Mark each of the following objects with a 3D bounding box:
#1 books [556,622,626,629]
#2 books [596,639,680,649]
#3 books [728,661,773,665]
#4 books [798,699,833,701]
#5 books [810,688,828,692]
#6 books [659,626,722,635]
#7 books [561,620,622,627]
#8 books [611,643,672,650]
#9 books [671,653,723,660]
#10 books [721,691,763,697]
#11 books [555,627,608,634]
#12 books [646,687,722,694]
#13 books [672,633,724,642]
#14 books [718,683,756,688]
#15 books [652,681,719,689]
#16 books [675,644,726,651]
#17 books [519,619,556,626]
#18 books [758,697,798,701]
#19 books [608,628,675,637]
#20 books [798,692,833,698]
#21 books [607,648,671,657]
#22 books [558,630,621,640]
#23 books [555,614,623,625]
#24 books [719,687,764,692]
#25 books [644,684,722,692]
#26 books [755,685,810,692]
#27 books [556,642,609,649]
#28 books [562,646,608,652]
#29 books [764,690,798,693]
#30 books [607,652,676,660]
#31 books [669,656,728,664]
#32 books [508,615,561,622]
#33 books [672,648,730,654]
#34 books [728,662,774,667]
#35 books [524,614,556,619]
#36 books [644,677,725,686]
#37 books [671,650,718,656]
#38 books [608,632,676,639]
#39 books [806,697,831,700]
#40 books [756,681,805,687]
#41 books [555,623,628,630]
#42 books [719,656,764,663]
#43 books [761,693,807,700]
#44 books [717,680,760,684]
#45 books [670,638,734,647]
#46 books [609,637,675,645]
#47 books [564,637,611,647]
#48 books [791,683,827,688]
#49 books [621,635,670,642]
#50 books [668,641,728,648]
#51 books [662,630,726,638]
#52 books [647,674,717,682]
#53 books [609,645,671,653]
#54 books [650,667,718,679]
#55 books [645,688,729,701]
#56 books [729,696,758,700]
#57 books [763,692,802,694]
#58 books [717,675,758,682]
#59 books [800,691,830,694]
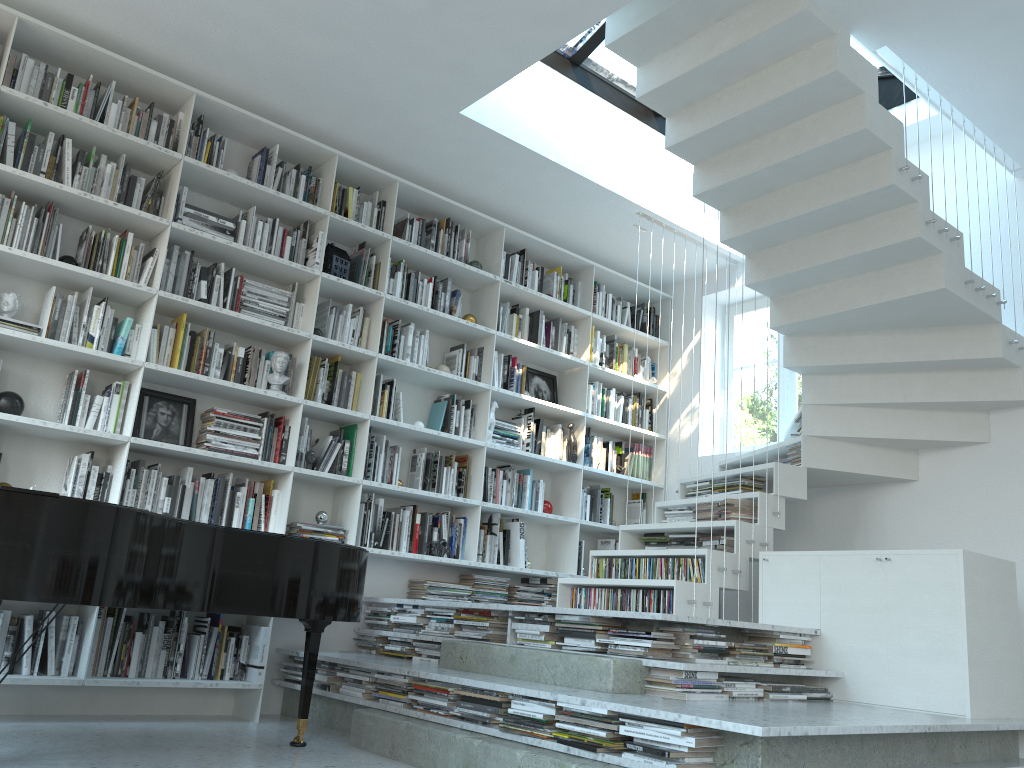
[{"bbox_3d":[0.345,1.050,3.862,0.171,0.007,0.261,17,-20,-39],"label":"books"},{"bbox_3d":[0.516,1.066,3.637,0.185,0.014,0.297,17,-19,-38],"label":"books"},{"bbox_3d":[0.975,1.207,3.854,0.287,0.005,0.165,14,-18,-32],"label":"books"},{"bbox_3d":[1.302,1.402,3.950,0.262,0.006,0.151,18,-20,-41],"label":"books"},{"bbox_3d":[1.295,1.362,3.973,0.229,0.014,0.133,17,-19,-38],"label":"books"},{"bbox_3d":[0.752,1.039,3.734,0.261,0.016,0.129,17,-19,-38],"label":"books"},{"bbox_3d":[0.345,1.042,3.864,0.170,0.008,0.208,15,-18,-34],"label":"books"},{"bbox_3d":[0.531,1.079,3.647,0.134,0.006,0.227,15,-18,-33],"label":"books"},{"bbox_3d":[0.751,1.135,3.700,0.227,0.012,0.148,17,-20,-39],"label":"books"},{"bbox_3d":[0.889,1.255,3.614,0.232,0.019,0.170,19,-20,-42],"label":"books"},{"bbox_3d":[0.340,1.074,3.854,0.187,0.009,0.251,16,-19,-37],"label":"books"},{"bbox_3d":[0.665,1.190,3.450,0.265,0.006,0.165,16,-19,-36],"label":"books"},{"bbox_3d":[0.757,1.062,3.718,0.221,0.018,0.154,16,-19,-36],"label":"books"},{"bbox_3d":[0.877,1.229,3.638,0.211,0.018,0.134,15,-18,-34],"label":"books"},{"bbox_3d":[0.671,1.169,3.450,0.210,0.012,0.168,15,-18,-33],"label":"books"},{"bbox_3d":[0.759,1.098,3.704,0.210,0.012,0.168,16,-19,-36],"label":"books"},{"bbox_3d":[0.156,1.105,4.097,0.145,0.017,0.208,19,-20,-42],"label":"books"},{"bbox_3d":[1.092,1.342,3.797,0.250,0.009,0.144,17,-19,-38],"label":"books"},{"bbox_3d":[0.532,1.026,3.658,0.149,0.014,0.228,17,-20,-39],"label":"books"},{"bbox_3d":[1.299,1.382,3.960,0.234,0.017,0.151,16,-19,-36],"label":"books"},{"bbox_3d":[0.519,1.100,3.633,0.161,0.014,0.212,15,-18,-33],"label":"books"},{"bbox_3d":[0.343,1.092,3.852,0.178,0.026,0.230,16,-19,-37],"label":"books"},{"bbox_3d":[0.336,1.025,3.859,0.189,0.022,0.238,14,-18,-32],"label":"books"},{"bbox_3d":[0.883,1.242,3.626,0.273,0.012,0.159,17,-20,-39],"label":"books"},{"bbox_3d":[0.666,1.184,3.452,0.285,0.008,0.159,17,-20,-39],"label":"books"},{"bbox_3d":[1.110,1.295,3.791,0.288,0.018,0.190,17,-19,-38],"label":"books"},{"bbox_3d":[0.342,1.137,3.843,0.155,0.007,0.293,15,-18,-34],"label":"books"},{"bbox_3d":[0.344,1.150,3.842,0.142,0.020,0.231,14,-18,-32],"label":"books"},{"bbox_3d":[1.093,1.311,3.807,0.273,0.009,0.129,15,-18,-34],"label":"books"},{"bbox_3d":[0.530,1.115,3.640,0.144,0.009,0.250,16,-19,-37],"label":"books"},{"bbox_3d":[0.759,1.146,3.686,0.216,0.015,0.178,17,-20,-39],"label":"books"},{"bbox_3d":[0.139,1.085,4.086,0.192,0.014,0.257,18,-20,-41],"label":"books"},{"bbox_3d":[0.765,1.109,3.692,0.215,0.013,0.189,17,-19,-38],"label":"books"},{"bbox_3d":[0.974,1.213,3.853,0.291,0.007,0.174,15,-18,-34],"label":"books"},{"bbox_3d":[0.163,1.078,4.108,0.134,0.014,0.181,14,-18,-32],"label":"books"},{"bbox_3d":[0.670,1.158,3.457,0.293,0.012,0.159,15,-18,-34],"label":"books"},{"bbox_3d":[0.749,1.124,3.707,0.208,0.012,0.131,18,-20,-41],"label":"books"},{"bbox_3d":[0.534,1.037,3.658,0.132,0.009,0.269,15,-18,-33],"label":"books"},{"bbox_3d":[1.299,1.395,3.955,0.180,0.010,0.160,16,-19,-37],"label":"books"},{"bbox_3d":[1.100,1.282,3.796,0.275,0.009,0.177,16,-19,-37],"label":"books"},{"bbox_3d":[0.343,1.059,3.859,0.168,0.013,0.281,18,-20,-40],"label":"books"},{"bbox_3d":[0.963,1.200,3.872,0.294,0.014,0.134,18,-20,-40],"label":"books"},{"bbox_3d":[1.106,1.326,3.785,0.251,0.018,0.177,15,-18,-34],"label":"books"},{"bbox_3d":[0.882,1.217,3.637,0.242,0.005,0.153,16,-19,-36],"label":"books"},{"bbox_3d":[0.773,1.074,3.695,0.230,0.015,0.190,14,-18,-32],"label":"books"},{"bbox_3d":[0.536,1.059,3.655,0.137,0.012,0.243,16,-19,-36],"label":"books"},{"bbox_3d":[0.348,1.121,3.851,0.156,0.028,0.190,16,-19,-36],"label":"books"},{"bbox_3d":[1.296,1.352,3.975,0.215,0.007,0.131,16,-19,-35],"label":"books"},{"bbox_3d":[0.554,1.053,3.671,0.091,0.011,0.190,17,-20,-39],"label":"books"},{"bbox_3d":[0.758,1.089,3.708,0.261,0.009,0.153,15,-18,-34],"label":"books"},{"bbox_3d":[0.764,1.048,3.716,0.229,0.009,0.159,18,-20,-41],"label":"books"},{"bbox_3d":[0.663,1.149,3.469,0.257,0.010,0.132,15,-18,-33],"label":"books"},{"bbox_3d":[0.525,1.088,3.640,0.153,0.015,0.208,18,-20,-40],"label":"books"},{"bbox_3d":[0.673,1.130,3.463,0.234,0.025,0.157,19,-20,-42],"label":"books"},{"bbox_3d":[0.677,1.202,3.431,0.263,0.023,0.200,17,-20,-39],"label":"books"},{"bbox_3d":[0.878,1.274,3.621,0.208,0.015,0.153,17,-20,-39],"label":"books"},{"bbox_3d":[1.103,1.315,3.792,0.254,0.005,0.161,18,-20,-41],"label":"books"},{"bbox_3d":[0.881,1.209,3.641,0.220,0.013,0.149,17,-19,-38],"label":"books"},{"bbox_3d":[1.298,1.371,3.966,0.225,0.007,0.133,15,-18,-33],"label":"books"}]
